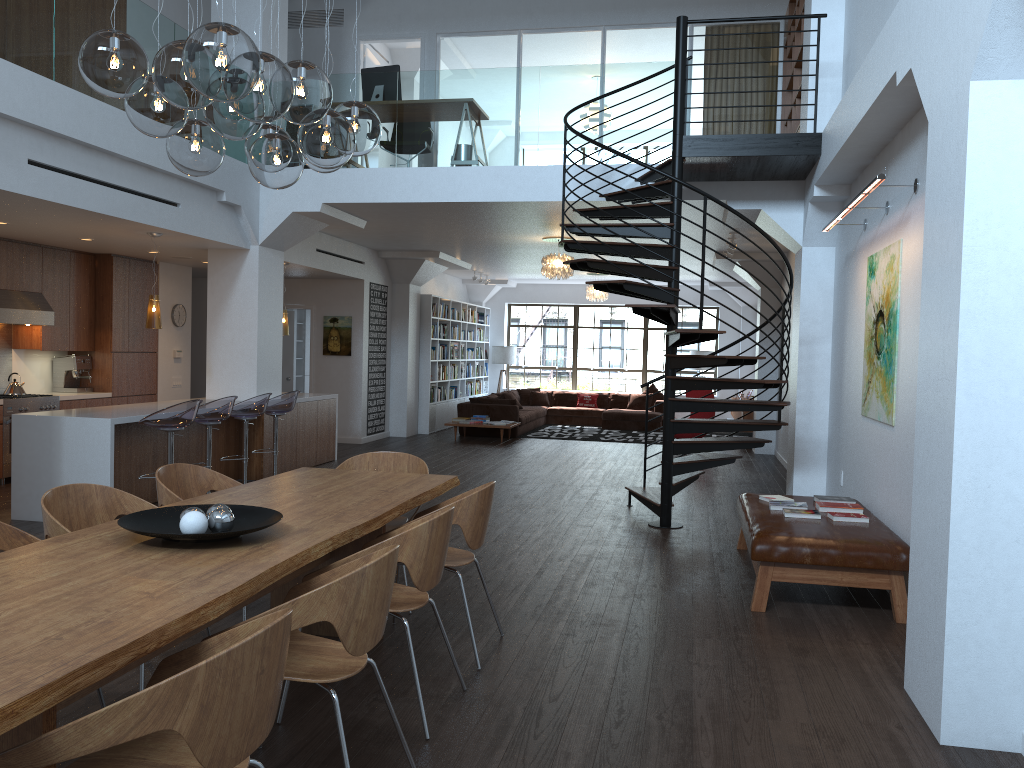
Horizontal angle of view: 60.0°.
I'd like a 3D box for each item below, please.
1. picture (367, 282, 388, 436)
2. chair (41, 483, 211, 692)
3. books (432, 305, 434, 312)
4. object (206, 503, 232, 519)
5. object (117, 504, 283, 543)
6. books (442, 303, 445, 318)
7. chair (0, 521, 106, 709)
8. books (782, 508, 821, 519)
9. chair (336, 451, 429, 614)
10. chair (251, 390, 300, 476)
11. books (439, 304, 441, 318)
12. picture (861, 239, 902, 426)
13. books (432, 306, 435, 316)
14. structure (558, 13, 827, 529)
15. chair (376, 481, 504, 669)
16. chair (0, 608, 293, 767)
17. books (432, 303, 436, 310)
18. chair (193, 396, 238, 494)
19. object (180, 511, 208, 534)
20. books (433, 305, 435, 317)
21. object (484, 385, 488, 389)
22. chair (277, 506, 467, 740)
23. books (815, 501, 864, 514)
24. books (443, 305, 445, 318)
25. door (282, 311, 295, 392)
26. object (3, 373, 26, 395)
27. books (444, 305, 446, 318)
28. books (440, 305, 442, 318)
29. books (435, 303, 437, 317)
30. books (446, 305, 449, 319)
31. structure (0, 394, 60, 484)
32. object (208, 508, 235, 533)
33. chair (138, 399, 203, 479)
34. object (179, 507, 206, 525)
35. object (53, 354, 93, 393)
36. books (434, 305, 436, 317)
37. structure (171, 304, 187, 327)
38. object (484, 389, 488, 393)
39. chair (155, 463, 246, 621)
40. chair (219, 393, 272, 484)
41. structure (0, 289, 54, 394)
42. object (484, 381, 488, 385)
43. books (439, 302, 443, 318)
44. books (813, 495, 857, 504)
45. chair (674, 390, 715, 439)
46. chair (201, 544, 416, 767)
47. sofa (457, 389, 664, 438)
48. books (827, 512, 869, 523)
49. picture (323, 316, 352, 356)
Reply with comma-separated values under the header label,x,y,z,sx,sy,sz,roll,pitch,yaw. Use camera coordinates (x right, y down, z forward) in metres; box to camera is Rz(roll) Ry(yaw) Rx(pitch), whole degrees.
label,x,y,z,sx,sy,sz,roll,pitch,yaw
picture,-2.134,-0.396,14.108,0.021,2.380,0.800,2,2,12
chair,-1.716,0.873,3.884,0.618,0.833,0.629,2,2,11
books,-1.465,-1.276,15.386,0.182,0.215,0.188,2,2,11
object,-1.131,0.511,3.425,0.100,0.100,0.100,0,3,-34
object,-1.175,0.540,3.366,0.592,0.066,0.592,0,2,-31
books,-1.334,-1.334,16.083,0.197,0.290,0.136,2,2,11
chair,-1.869,0.897,3.136,0.618,0.833,0.629,2,2,11
books,1.891,0.847,5.791,0.224,0.032,0.161,2,2,11
chair,-0.803,0.846,5.261,0.629,0.833,0.618,2,2,6
chair,-2.446,0.564,9.164,0.481,1.014,0.530,2,2,13
books,-1.369,-1.308,15.883,0.170,0.251,0.118,2,2,11
picture,2.582,-0.346,6.223,0.010,1.200,1.095,2,2,11
books,-1.456,-1.276,15.477,0.167,0.210,0.162,2,2,11
structure,1.392,-0.945,7.632,1.998,4.352,1.998,0,2,-28
chair,-0.385,0.888,4.404,0.617,0.830,0.629,2,2,11
chair,-0.845,0.962,2.140,0.618,0.833,0.629,2,2,11
books,-1.427,-1.300,15.602,0.159,0.248,0.089,2,2,11
chair,-2.715,0.603,7.926,0.481,1.014,0.530,2,2,9
object,-1.173,0.518,3.270,0.100,0.100,0.100,0,3,-34
books,-1.435,-1.283,15.538,0.161,0.218,0.101,2,2,11
object,-0.726,0.067,19.515,0.331,0.088,0.410,2,2,11
chair,-0.544,0.913,3.653,0.618,0.833,0.629,2,2,13
books,2.226,0.843,6.035,0.283,0.043,0.197,2,2,11
books,-1.307,-1.315,16.150,0.159,0.248,0.089,2,2,11
door,-3.994,-0.200,14.675,0.826,2.032,0.174,2,2,11
object,-5.355,-0.006,9.551,0.222,0.235,0.222,1,2,-14
books,-1.297,-1.318,16.182,0.182,0.253,0.098,2,2,11
books,-1.355,-1.306,15.934,0.174,0.242,0.105,2,2,11
books,-1.417,-1.304,15.645,0.170,0.251,0.118,2,2,11
books,-1.265,-1.326,16.368,0.182,0.255,0.077,2,2,11
structure,-5.270,0.582,9.308,0.662,0.919,0.811,2,2,11
object,-1.092,0.516,3.331,0.100,0.100,0.100,0,3,-34
chair,-2.814,0.624,7.301,0.481,1.014,0.530,2,2,13
object,-1.211,0.517,3.366,0.100,0.100,0.100,0,3,-34
object,-5.098,-0.123,10.412,0.439,0.455,0.284,2,2,11
books,-1.426,-1.286,15.571,0.161,0.222,0.084,2,2,11
structure,-4.418,-0.908,11.766,0.040,0.300,0.300,2,2,11
object,-0.728,0.155,19.518,0.331,0.088,0.410,2,2,11
chair,-1.544,0.850,4.645,0.618,0.833,0.629,2,2,10
chair,-2.572,0.584,8.547,0.481,1.014,0.530,2,2,9
structure,-5.309,-0.422,9.284,0.529,1.110,0.811,2,2,11
object,-0.731,-0.021,19.513,0.316,0.088,0.410,2,2,11
books,-1.342,-1.333,16.020,0.176,0.293,0.125,2,2,11
books,2.308,0.835,6.344,0.254,0.044,0.183,2,2,6
chair,2.821,0.528,14.056,0.801,1.006,0.798,3,3,37
chair,-0.677,0.938,2.901,0.618,0.833,0.629,2,2,11
sofa,1.152,0.545,16.980,3.481,0.664,4.197,2,2,11
books,2.162,0.858,5.710,0.224,0.036,0.161,2,2,6
picture,-2.667,-0.734,13.542,0.450,0.600,0.030,2,2,11
